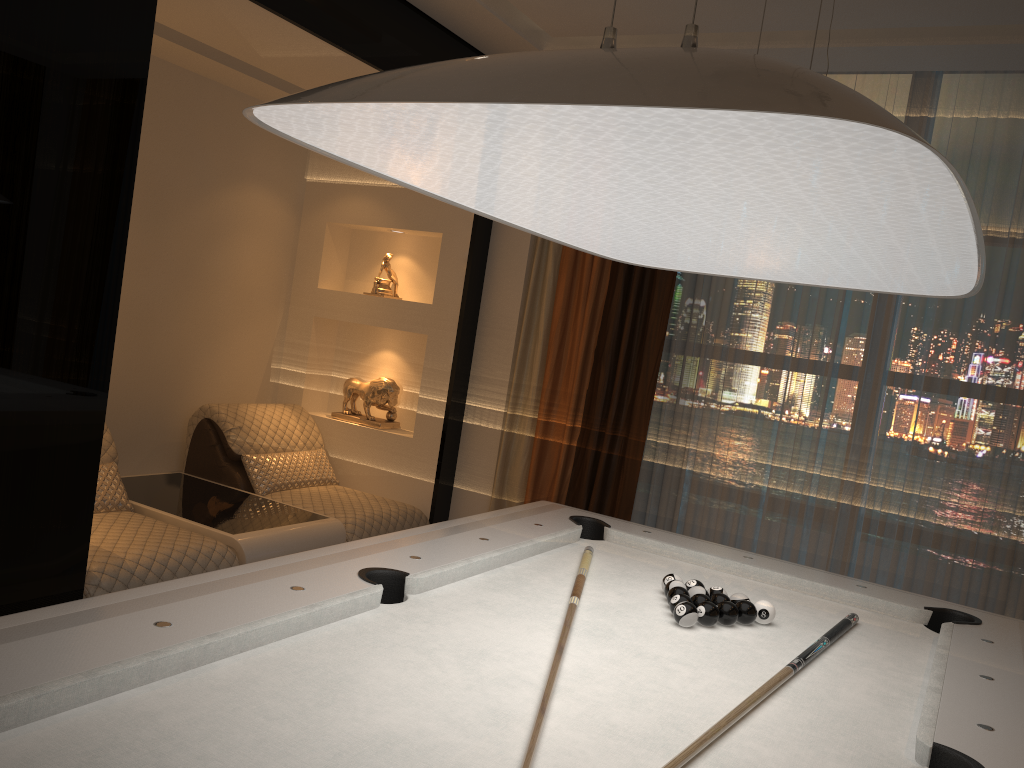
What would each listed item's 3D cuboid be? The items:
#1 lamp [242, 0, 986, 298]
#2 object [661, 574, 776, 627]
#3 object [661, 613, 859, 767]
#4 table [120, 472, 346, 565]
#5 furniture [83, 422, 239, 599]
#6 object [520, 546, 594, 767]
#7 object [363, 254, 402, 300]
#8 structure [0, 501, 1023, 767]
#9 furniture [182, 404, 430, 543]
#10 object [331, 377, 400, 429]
[{"bbox_3d":[0.410,-0.766,1.581,0.939,0.995,1.578,10,4,28],"label":"lamp"},{"bbox_3d":[0.506,0.537,2.145,0.265,0.057,0.299,9,3,3],"label":"object"},{"bbox_3d":[0.438,0.573,1.609,0.028,0.026,1.605,11,4,33],"label":"object"},{"bbox_3d":[-1.374,0.727,3.855,1.143,0.457,0.608,10,4,28],"label":"table"},{"bbox_3d":[-1.616,0.544,3.268,1.107,0.810,0.660,10,4,28],"label":"furniture"},{"bbox_3d":[0.103,0.512,1.784,0.028,0.026,1.605,9,3,8],"label":"object"},{"bbox_3d":[-0.669,-0.577,4.716,0.142,0.236,0.162,10,4,28],"label":"object"},{"bbox_3d":[0.139,0.902,1.687,1.659,0.812,2.912,10,4,28],"label":"structure"},{"bbox_3d":[-1.012,0.569,4.380,1.107,0.810,0.660,10,4,28],"label":"furniture"},{"bbox_3d":[-0.759,0.081,4.766,0.364,0.264,0.180,10,4,28],"label":"object"}]
